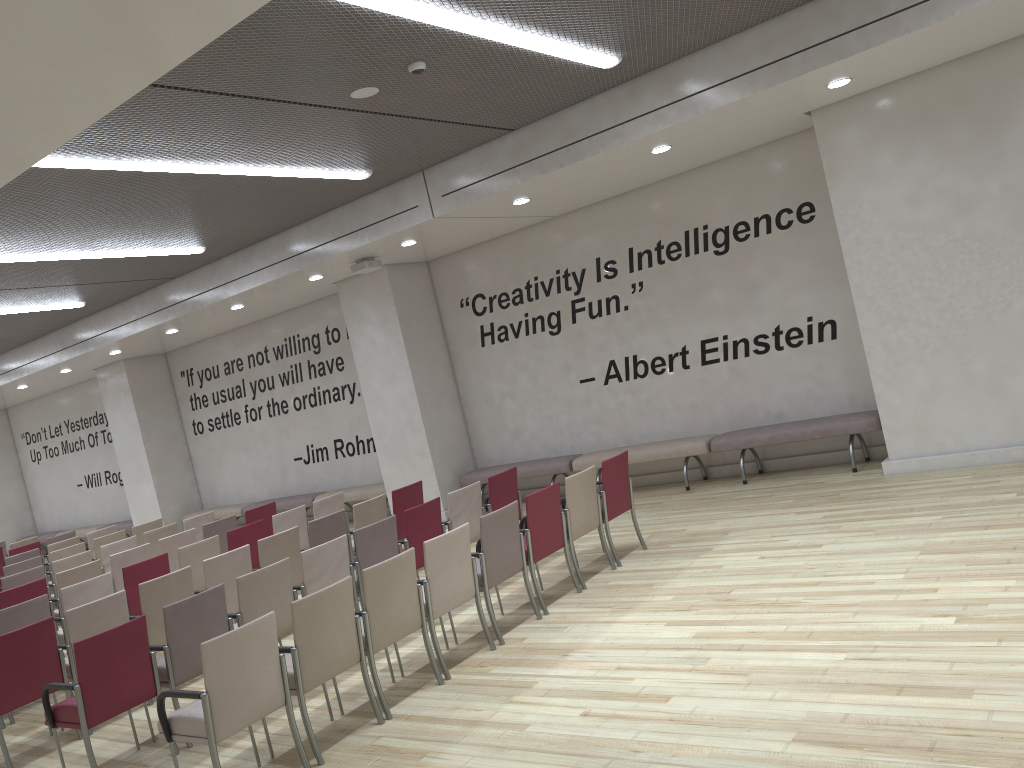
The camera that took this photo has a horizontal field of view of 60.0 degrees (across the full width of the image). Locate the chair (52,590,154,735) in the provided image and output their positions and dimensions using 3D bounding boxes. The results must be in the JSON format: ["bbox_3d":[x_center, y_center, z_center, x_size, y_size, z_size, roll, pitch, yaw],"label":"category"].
[{"bbox_3d":[-3.101,2.027,6.532,0.640,0.890,0.513,-12,2,37],"label":"chair"}]

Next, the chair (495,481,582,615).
[{"bbox_3d":[0.108,1.262,6.821,0.640,0.890,0.513,-12,2,37],"label":"chair"}]

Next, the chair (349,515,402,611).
[{"bbox_3d":[-1.188,1.561,7.113,0.640,0.890,0.513,-12,2,37],"label":"chair"}]

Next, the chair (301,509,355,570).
[{"bbox_3d":[-1.814,1.679,8.291,0.640,0.890,0.513,-12,2,38],"label":"chair"}]

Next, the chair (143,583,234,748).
[{"bbox_3d":[-2.140,1.818,5.808,0.640,0.890,0.513,-12,2,37],"label":"chair"}]

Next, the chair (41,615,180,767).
[{"bbox_3d":[-2.468,1.906,5.355,0.640,0.890,0.513,-12,2,36],"label":"chair"}]

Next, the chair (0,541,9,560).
[{"bbox_3d":[-8.866,3.178,15.078,0.640,0.890,0.513,-12,2,38],"label":"chair"}]

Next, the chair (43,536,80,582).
[{"bbox_3d":[-6.313,2.640,12.416,0.640,0.890,0.513,-12,2,36],"label":"chair"}]

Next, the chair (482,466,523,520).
[{"bbox_3d":[-0.213,1.298,8.435,0.640,0.890,0.513,-12,2,37],"label":"chair"}]

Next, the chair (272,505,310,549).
[{"bbox_3d":[-2.465,1.804,9.478,0.640,0.890,0.513,-12,2,36],"label":"chair"}]

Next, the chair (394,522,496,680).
[{"bbox_3d":[-0.543,1.437,5.932,0.640,0.890,0.513,-12,2,38],"label":"chair"}]

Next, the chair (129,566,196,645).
[{"bbox_3d":[-2.775,1.939,6.973,0.640,0.890,0.513,-12,2,38],"label":"chair"}]

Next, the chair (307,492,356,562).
[{"bbox_3d":[-2.143,1.717,9.916,0.640,0.890,0.513,-12,2,36],"label":"chair"}]

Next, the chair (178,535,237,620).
[{"bbox_3d":[-3.096,1.975,8.596,0.640,0.890,0.513,-12,2,37],"label":"chair"}]

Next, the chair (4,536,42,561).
[{"bbox_3d":[-7.922,2.973,14.335,0.640,0.890,0.513,-12,2,36],"label":"chair"}]

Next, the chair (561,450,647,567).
[{"bbox_3d":[0.748,1.089,7.697,0.640,0.890,0.513,-12,2,36],"label":"chair"}]

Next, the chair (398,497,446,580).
[{"bbox_3d":[-0.870,1.475,7.556,0.640,0.890,0.513,-12,2,36],"label":"chair"}]

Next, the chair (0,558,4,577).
[{"bbox_3d":[-7.592,2.935,12.711,0.640,0.890,0.513,-12,2,37],"label":"chair"}]

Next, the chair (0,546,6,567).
[{"bbox_3d":[-8.242,3.059,13.898,0.640,0.890,0.513,-12,2,37],"label":"chair"}]

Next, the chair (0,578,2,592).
[{"bbox_3d":[-6.957,2.814,11.551,0.640,0.890,0.513,-12,2,36],"label":"chair"}]

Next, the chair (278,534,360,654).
[{"bbox_3d":[-1.499,1.645,6.678,0.640,0.890,0.513,-12,2,37],"label":"chair"}]

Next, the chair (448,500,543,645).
[{"bbox_3d":[-0.215,1.349,6.370,0.640,0.890,0.513,-12,2,36],"label":"chair"}]

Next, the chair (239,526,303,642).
[{"bbox_3d":[-2.146,1.769,7.850,0.640,0.890,0.513,-12,2,36],"label":"chair"}]

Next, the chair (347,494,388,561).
[{"bbox_3d":[-1.503,1.595,8.743,0.640,0.890,0.513,-12,2,36],"label":"chair"}]

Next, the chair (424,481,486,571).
[{"bbox_3d":[-0.542,1.386,7.989,0.640,0.890,0.513,-12,2,37],"label":"chair"}]

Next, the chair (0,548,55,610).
[{"bbox_3d":[-6.639,2.728,11.980,0.640,0.890,0.513,-12,2,37],"label":"chair"}]

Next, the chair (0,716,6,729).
[{"bbox_3d":[-4.373,2.320,6.840,0.640,0.890,0.513,-12,2,38],"label":"chair"}]

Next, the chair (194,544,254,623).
[{"bbox_3d":[-2.448,1.851,7.416,0.640,0.890,0.513,-12,2,38],"label":"chair"}]

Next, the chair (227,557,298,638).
[{"bbox_3d":[-1.818,1.731,6.239,0.640,0.890,0.513,-12,2,38],"label":"chair"}]

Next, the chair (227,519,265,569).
[{"bbox_3d":[-2.787,1.891,9.033,0.640,0.890,0.513,-12,2,36],"label":"chair"}]

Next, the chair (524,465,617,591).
[{"bbox_3d":[0.425,1.176,7.261,0.640,0.890,0.513,-12,2,37],"label":"chair"}]

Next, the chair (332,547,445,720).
[{"bbox_3d":[-0.860,1.523,5.493,0.640,0.890,0.513,-12,2,37],"label":"chair"}]

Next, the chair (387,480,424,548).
[{"bbox_3d":[-1.186,1.509,9.171,0.640,0.890,0.513,-12,2,37],"label":"chair"}]

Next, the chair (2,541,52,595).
[{"bbox_3d":[-7.269,2.847,13.172,0.640,0.890,0.513,-12,2,37],"label":"chair"}]

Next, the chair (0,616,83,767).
[{"bbox_3d":[-3.409,2.110,6.102,0.640,0.890,0.513,-12,2,36],"label":"chair"}]
